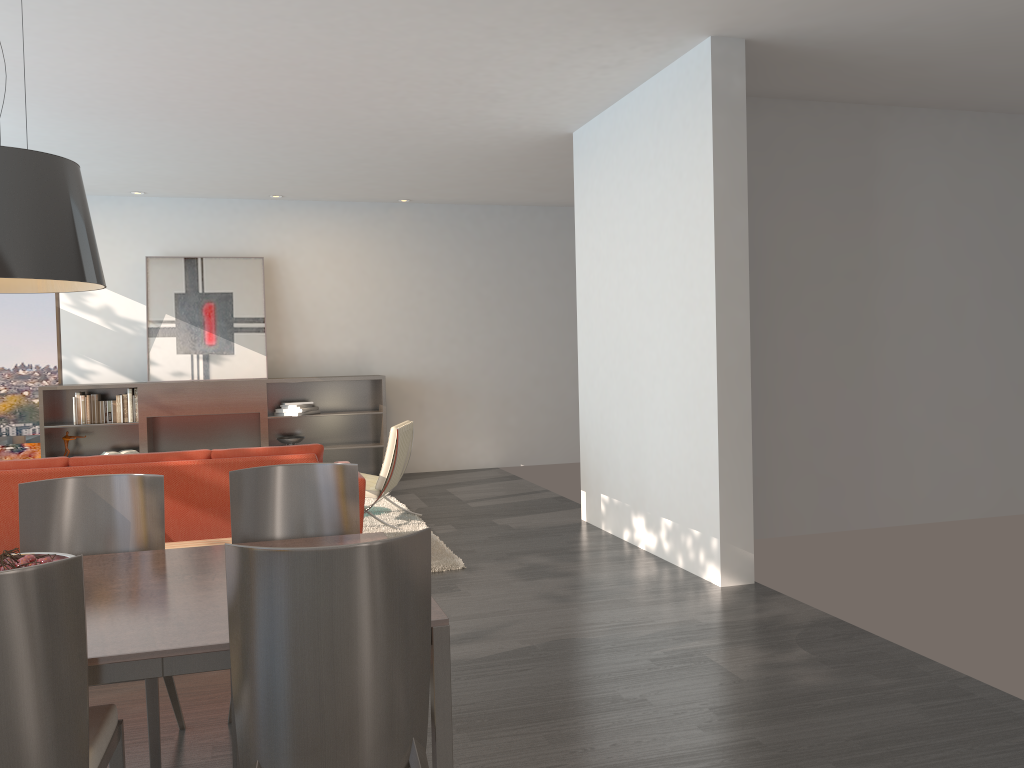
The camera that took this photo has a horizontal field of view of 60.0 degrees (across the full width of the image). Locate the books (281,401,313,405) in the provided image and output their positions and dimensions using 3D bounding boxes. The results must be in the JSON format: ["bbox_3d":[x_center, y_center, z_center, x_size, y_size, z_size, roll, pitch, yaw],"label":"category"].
[{"bbox_3d":[-2.312,0.206,9.539,0.300,0.020,0.210,-2,2,-26],"label":"books"}]

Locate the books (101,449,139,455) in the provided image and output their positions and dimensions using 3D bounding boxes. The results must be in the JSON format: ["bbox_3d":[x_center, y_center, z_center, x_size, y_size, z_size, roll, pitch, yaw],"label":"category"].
[{"bbox_3d":[-4.000,0.717,9.056,0.336,0.064,0.234,-3,2,-36],"label":"books"}]

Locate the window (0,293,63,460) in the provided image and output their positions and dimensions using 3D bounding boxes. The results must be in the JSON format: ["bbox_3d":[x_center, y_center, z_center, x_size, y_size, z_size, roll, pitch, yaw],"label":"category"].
[{"bbox_3d":[-5.433,-0.482,9.186,1.410,3.339,0.065,-2,2,-16],"label":"window"}]

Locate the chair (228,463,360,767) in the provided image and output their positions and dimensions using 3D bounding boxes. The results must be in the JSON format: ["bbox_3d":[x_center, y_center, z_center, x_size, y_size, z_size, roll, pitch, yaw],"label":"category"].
[{"bbox_3d":[-0.761,0.804,3.197,0.548,0.967,0.614,-2,2,-16],"label":"chair"}]

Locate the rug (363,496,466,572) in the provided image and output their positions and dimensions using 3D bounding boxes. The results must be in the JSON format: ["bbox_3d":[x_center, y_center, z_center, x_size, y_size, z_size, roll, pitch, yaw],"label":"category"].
[{"bbox_3d":[-2.534,1.204,6.604,3.772,0.043,2.984,-2,2,-16],"label":"rug"}]

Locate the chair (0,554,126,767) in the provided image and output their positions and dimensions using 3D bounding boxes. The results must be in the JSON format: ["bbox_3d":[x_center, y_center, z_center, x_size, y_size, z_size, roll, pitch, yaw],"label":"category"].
[{"bbox_3d":[-1.192,0.856,2.030,0.548,0.967,0.614,-2,2,-16],"label":"chair"}]

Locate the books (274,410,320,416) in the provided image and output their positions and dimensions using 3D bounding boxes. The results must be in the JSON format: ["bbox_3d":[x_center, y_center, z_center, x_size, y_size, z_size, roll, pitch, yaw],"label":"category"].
[{"bbox_3d":[-2.309,0.313,9.542,0.314,0.038,0.398,-1,2,23],"label":"books"}]

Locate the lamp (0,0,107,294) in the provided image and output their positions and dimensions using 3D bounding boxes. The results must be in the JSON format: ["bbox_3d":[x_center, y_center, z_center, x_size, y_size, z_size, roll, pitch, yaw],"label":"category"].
[{"bbox_3d":[-1.464,-1.062,2.458,0.567,1.580,0.567,-1,2,13],"label":"lamp"}]

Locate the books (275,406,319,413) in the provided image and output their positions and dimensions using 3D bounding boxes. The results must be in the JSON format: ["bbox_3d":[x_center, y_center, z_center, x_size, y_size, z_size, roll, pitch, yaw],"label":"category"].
[{"bbox_3d":[-2.310,0.275,9.540,0.314,0.038,0.398,-1,2,13],"label":"books"}]

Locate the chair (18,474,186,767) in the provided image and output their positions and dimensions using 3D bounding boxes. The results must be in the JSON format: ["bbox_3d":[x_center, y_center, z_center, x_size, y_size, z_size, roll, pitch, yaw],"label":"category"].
[{"bbox_3d":[-1.430,0.827,3.001,0.548,0.967,0.614,-2,2,-16],"label":"chair"}]

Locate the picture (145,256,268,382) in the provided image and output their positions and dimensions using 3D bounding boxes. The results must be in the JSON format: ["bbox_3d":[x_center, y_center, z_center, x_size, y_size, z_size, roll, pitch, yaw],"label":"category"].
[{"bbox_3d":[-3.259,-0.704,9.481,1.208,1.338,0.269,-2,2,-16],"label":"picture"}]

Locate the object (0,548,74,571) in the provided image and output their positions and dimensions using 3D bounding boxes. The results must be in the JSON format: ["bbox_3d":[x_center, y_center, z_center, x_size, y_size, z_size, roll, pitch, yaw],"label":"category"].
[{"bbox_3d":[-1.453,0.540,2.498,0.427,0.154,0.427,0,2,28],"label":"object"}]

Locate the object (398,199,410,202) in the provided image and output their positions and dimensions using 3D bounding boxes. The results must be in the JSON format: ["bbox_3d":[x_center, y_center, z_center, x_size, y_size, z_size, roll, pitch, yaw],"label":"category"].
[{"bbox_3d":[-1.232,-2.091,10.116,0.129,0.010,0.129,0,2,29],"label":"object"}]

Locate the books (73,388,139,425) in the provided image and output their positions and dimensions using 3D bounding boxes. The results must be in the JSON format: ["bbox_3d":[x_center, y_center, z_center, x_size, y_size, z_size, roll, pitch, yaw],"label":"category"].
[{"bbox_3d":[-4.097,0.219,8.998,0.592,0.339,0.324,-2,2,-16],"label":"books"}]

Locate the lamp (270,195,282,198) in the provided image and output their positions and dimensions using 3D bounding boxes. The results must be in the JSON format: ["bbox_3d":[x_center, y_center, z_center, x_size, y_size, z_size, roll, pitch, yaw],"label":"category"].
[{"bbox_3d":[-2.570,-2.042,9.659,0.129,0.010,0.129,0,2,29],"label":"lamp"}]

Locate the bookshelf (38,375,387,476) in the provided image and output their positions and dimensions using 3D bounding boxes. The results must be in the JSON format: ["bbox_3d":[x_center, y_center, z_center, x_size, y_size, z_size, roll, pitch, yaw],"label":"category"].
[{"bbox_3d":[-3.060,0.541,9.409,3.387,1.162,0.570,-2,2,-16],"label":"bookshelf"}]

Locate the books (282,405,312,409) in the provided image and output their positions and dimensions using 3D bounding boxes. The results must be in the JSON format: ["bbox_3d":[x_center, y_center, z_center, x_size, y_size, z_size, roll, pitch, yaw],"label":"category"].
[{"bbox_3d":[-2.311,0.246,9.540,0.210,0.020,0.300,-1,2,13],"label":"books"}]

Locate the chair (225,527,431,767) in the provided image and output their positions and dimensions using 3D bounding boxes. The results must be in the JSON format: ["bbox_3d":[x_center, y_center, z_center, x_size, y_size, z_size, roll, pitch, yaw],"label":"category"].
[{"bbox_3d":[-0.458,0.830,2.245,0.548,0.967,0.614,-2,2,-16],"label":"chair"}]

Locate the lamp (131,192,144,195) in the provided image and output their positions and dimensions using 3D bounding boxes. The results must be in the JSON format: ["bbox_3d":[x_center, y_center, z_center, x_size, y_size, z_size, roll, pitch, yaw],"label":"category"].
[{"bbox_3d":[-3.911,-1.995,9.267,0.129,0.010,0.129,0,2,29],"label":"lamp"}]

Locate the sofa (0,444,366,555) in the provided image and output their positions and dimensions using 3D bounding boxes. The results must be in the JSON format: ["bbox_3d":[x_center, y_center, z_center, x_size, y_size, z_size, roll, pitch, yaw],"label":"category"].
[{"bbox_3d":[-2.268,0.814,5.534,2.597,0.852,1.038,-2,2,-16],"label":"sofa"}]

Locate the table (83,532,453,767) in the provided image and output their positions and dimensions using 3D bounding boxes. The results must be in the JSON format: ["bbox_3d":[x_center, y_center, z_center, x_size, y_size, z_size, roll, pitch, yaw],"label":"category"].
[{"bbox_3d":[-1.346,0.996,2.522,2.151,0.764,1.172,-2,2,-16],"label":"table"}]

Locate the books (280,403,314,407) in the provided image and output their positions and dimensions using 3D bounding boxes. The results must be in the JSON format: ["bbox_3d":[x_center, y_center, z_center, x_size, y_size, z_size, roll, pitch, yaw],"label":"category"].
[{"bbox_3d":[-2.311,0.226,9.539,0.210,0.020,0.300,-1,2,24],"label":"books"}]

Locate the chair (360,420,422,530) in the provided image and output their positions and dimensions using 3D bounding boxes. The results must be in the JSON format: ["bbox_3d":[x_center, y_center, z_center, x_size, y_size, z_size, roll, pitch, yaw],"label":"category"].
[{"bbox_3d":[-1.144,0.732,7.184,0.707,0.817,0.700,-1,2,4],"label":"chair"}]

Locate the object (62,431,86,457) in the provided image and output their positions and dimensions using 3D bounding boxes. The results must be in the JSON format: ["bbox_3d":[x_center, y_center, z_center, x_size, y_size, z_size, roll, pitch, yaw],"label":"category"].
[{"bbox_3d":[-4.467,0.621,8.953,0.245,0.290,0.201,-1,2,4],"label":"object"}]

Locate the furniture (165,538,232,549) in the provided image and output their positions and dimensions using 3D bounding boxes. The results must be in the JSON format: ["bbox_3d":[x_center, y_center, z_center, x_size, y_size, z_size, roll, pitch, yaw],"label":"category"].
[{"bbox_3d":[-1.961,1.083,4.745,2.006,0.357,0.492,-2,2,-16],"label":"furniture"}]

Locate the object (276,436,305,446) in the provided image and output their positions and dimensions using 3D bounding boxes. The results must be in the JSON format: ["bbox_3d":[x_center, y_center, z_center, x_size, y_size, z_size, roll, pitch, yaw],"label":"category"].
[{"bbox_3d":[-2.375,0.635,9.527,0.309,0.117,0.309,-1,2,17],"label":"object"}]
